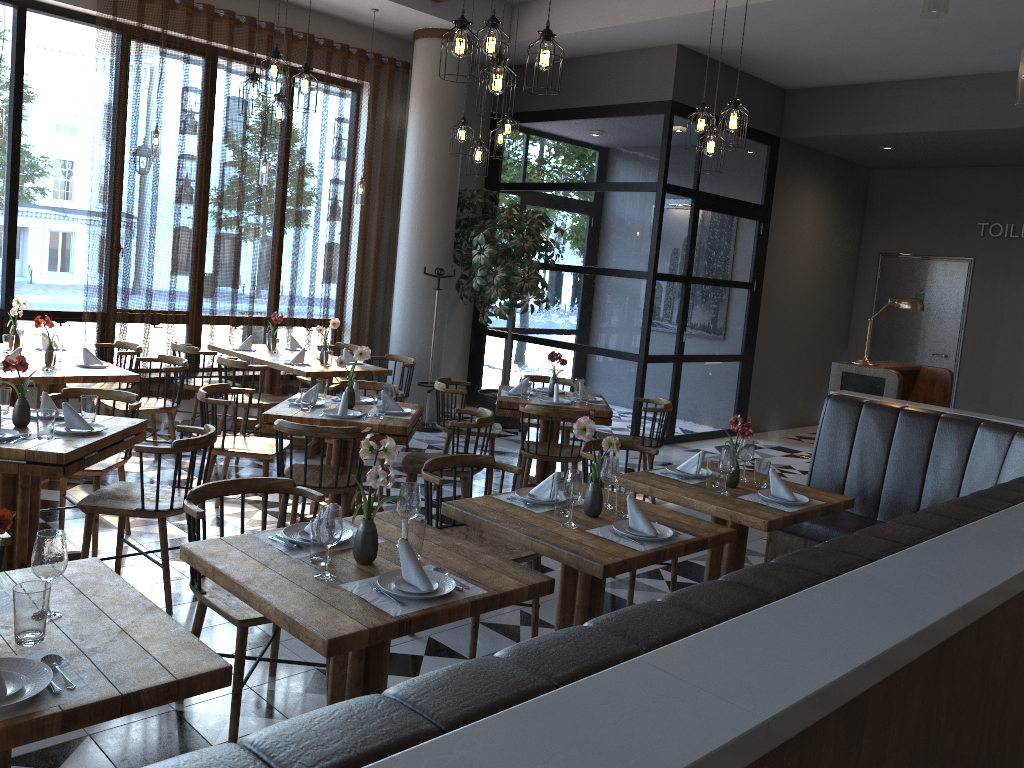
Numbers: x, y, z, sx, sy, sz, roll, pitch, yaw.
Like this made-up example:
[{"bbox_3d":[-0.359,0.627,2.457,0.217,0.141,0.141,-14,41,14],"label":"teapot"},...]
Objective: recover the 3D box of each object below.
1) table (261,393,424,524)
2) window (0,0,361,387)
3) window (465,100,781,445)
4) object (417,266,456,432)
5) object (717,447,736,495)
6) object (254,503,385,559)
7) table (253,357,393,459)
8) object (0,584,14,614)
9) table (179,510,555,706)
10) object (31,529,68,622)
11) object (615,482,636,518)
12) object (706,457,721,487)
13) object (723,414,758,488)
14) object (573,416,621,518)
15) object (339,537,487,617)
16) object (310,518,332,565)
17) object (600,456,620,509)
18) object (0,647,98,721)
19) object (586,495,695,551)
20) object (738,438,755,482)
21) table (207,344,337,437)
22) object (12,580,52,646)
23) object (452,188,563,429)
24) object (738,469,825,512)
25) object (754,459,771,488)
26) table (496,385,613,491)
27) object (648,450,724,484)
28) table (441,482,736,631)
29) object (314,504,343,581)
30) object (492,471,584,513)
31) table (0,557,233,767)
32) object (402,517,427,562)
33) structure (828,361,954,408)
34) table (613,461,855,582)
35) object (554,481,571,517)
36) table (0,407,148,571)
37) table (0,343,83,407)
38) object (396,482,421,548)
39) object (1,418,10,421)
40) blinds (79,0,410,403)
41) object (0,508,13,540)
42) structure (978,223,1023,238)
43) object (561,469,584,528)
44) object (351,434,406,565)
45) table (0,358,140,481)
[{"bbox_3d":[-1.051,0.530,5.563,0.864,0.761,0.868,5,6,0],"label":"table"},{"bbox_3d":[-6.455,-1.284,3.443,4.501,3.152,15.168,8,8,21],"label":"window"},{"bbox_3d":[1.274,-1.304,10.645,2.186,3.535,2.738,0,8,-45],"label":"window"},{"bbox_3d":[-0.808,-0.357,9.042,0.374,1.652,0.376,3,6,-23],"label":"object"},{"bbox_3d":[1.014,0.413,4.192,0.081,0.214,0.081,4,6,-14],"label":"object"},{"bbox_3d":[-0.645,0.454,2.990,0.352,0.136,0.273,-2,10,-45],"label":"object"},{"bbox_3d":[-1.654,0.202,7.622,0.850,0.761,0.854,-1,9,-45],"label":"table"},{"bbox_3d":[-1.440,0.483,2.197,0.352,0.136,0.273,-2,10,-45],"label":"object"},{"bbox_3d":[-0.494,0.941,2.852,0.850,0.761,0.854,-1,9,-45],"label":"table"},{"bbox_3d":[-1.145,0.472,2.192,0.081,0.214,0.081,1,7,-37],"label":"object"},{"bbox_3d":[0.460,0.476,3.633,0.080,0.131,0.080,0,8,-45],"label":"object"},{"bbox_3d":[0.987,0.433,4.335,0.080,0.131,0.080,9,7,30],"label":"object"},{"bbox_3d":[1.119,0.330,4.363,0.156,0.354,0.171,10,7,38],"label":"object"},{"bbox_3d":[0.329,0.333,3.596,0.206,0.398,0.147,1,7,-38],"label":"object"},{"bbox_3d":[-0.283,0.538,2.615,0.352,0.136,0.273,-2,10,-45],"label":"object"},{"bbox_3d":[-0.592,0.492,2.759,0.080,0.131,0.080,1,8,-40],"label":"object"},{"bbox_3d":[0.410,0.415,3.743,0.081,0.214,0.081,9,7,36],"label":"object"},{"bbox_3d":[-1.078,0.567,1.822,0.352,0.136,0.273,-2,10,-45],"label":"object"},{"bbox_3d":[0.502,0.509,3.398,0.352,0.136,0.273,-2,10,-45],"label":"object"},{"bbox_3d":[1.192,0.386,4.523,0.081,0.214,0.081,9,7,36],"label":"object"},{"bbox_3d":[-2.254,0.066,8.223,0.850,0.761,0.854,-1,9,-45],"label":"table"},{"bbox_3d":[-1.118,0.535,2.059,0.080,0.131,0.080,0,8,-45],"label":"object"},{"bbox_3d":[-0.326,-0.865,9.663,1.639,2.582,1.382,9,6,29],"label":"object"},{"bbox_3d":[1.279,0.480,4.174,0.352,0.136,0.273,-2,10,-45],"label":"object"},{"bbox_3d":[1.242,0.447,4.412,0.080,0.131,0.080,0,8,-45],"label":"object"},{"bbox_3d":[0.280,0.481,6.890,0.864,0.761,0.868,5,6,0],"label":"table"},{"bbox_3d":[0.918,0.396,4.549,0.352,0.136,0.273,-2,10,-45],"label":"object"},{"bbox_3d":[0.278,0.912,3.622,0.850,0.761,0.854,-1,9,-45],"label":"table"},{"bbox_3d":[-0.547,0.471,2.635,0.081,0.214,0.081,6,5,8],"label":"object"},{"bbox_3d":[0.140,0.425,3.773,0.352,0.136,0.273,-2,10,-45],"label":"object"},{"bbox_3d":[-1.275,0.970,2.073,0.850,0.761,0.854,-1,9,-45],"label":"table"},{"bbox_3d":[-0.319,0.505,2.855,0.080,0.131,0.080,0,8,-45],"label":"object"},{"bbox_3d":[2.682,0.524,6.234,1.045,1.295,0.648,-1,8,-45],"label":"structure"},{"bbox_3d":[1.059,0.883,4.401,0.850,0.761,0.854,-1,9,-45],"label":"table"},{"bbox_3d":[0.206,0.462,3.555,0.080,0.131,0.080,9,7,30],"label":"object"},{"bbox_3d":[-2.368,0.579,4.249,0.864,0.761,0.868,5,6,0],"label":"table"},{"bbox_3d":[-3.780,0.122,6.701,0.850,0.761,0.854,-1,9,-45],"label":"table"},{"bbox_3d":[-0.350,0.443,2.985,0.081,0.214,0.081,6,5,8],"label":"object"},{"bbox_3d":[-2.590,0.110,4.201,0.272,0.136,0.353,5,7,0],"label":"object"},{"bbox_3d":[-3.858,-1.589,7.133,7.267,3.567,0.160,-2,9,-45],"label":"blinds"},{"bbox_3d":[-1.257,0.411,2.046,0.156,0.354,0.172,0,7,-42],"label":"object"},{"bbox_3d":[6.165,-1.867,10.800,0.035,0.165,0.919,0,9,-45],"label":"structure"},{"bbox_3d":[0.233,0.442,3.413,0.081,0.214,0.081,4,6,-14],"label":"object"},{"bbox_3d":[-0.429,0.367,2.801,0.146,0.398,0.207,0,7,-43],"label":"object"},{"bbox_3d":[-3.180,0.258,6.100,0.850,0.761,0.854,-1,9,-45],"label":"table"}]
